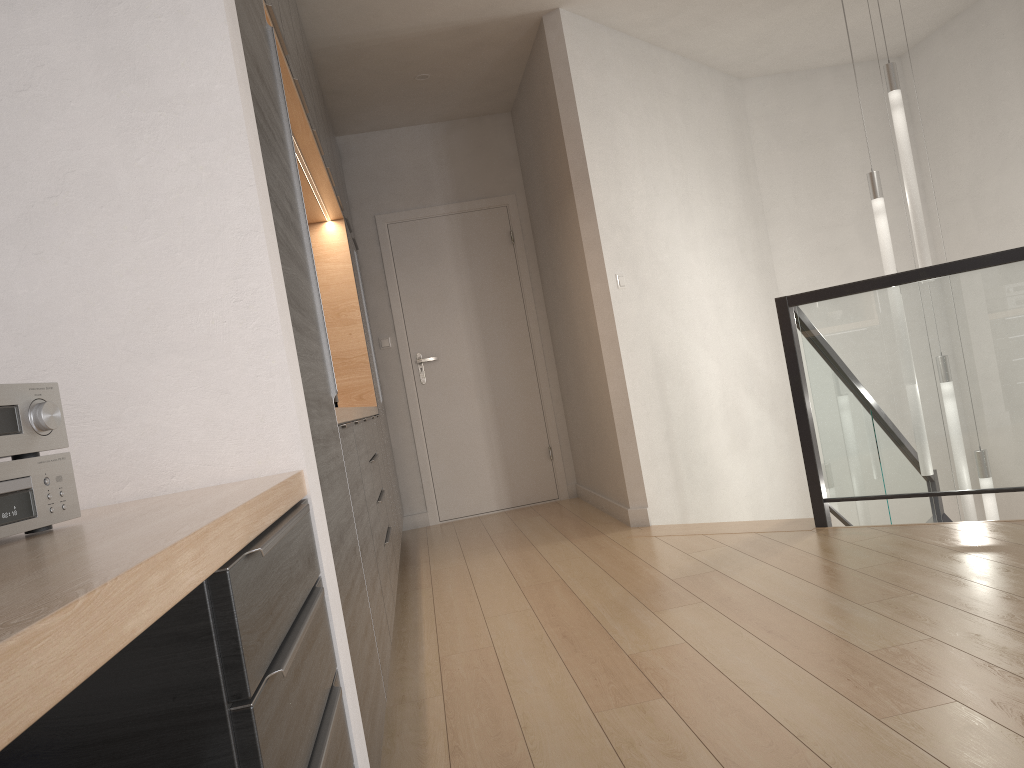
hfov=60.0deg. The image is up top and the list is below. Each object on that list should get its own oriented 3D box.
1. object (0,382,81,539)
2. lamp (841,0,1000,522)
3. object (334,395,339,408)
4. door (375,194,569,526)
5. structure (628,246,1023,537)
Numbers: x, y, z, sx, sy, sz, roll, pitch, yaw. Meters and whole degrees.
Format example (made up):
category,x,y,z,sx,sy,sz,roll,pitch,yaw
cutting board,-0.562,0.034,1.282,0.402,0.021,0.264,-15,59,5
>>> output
category,x,y,z,sx,sy,sz,roll,pitch,yaw
object,-0.681,0.108,0.965,0.270,0.174,0.285,-10,0,9
lamp,1.957,-1.363,4.600,0.359,6.725,0.359,-10,0,30
object,-0.810,-0.075,2.560,0.584,0.398,0.618,-10,0,-6
door,-0.268,-0.175,6.058,0.974,2.136,0.085,-10,0,-6
structure,3.242,1.460,4.134,4.190,4.339,2.823,-10,0,39
